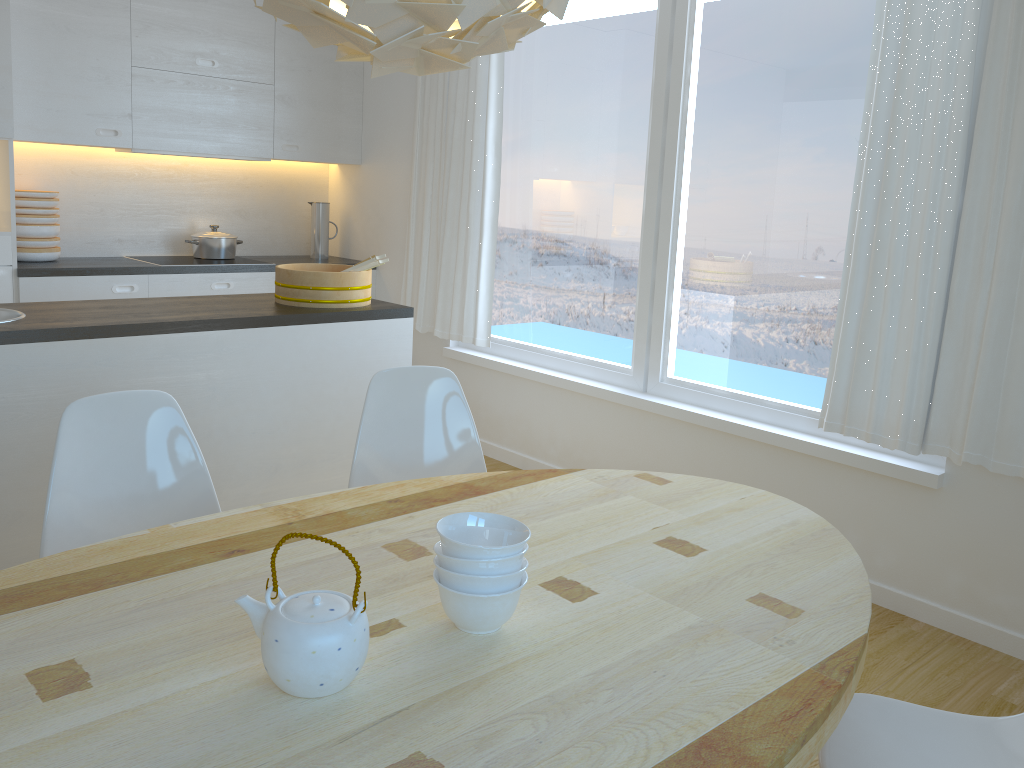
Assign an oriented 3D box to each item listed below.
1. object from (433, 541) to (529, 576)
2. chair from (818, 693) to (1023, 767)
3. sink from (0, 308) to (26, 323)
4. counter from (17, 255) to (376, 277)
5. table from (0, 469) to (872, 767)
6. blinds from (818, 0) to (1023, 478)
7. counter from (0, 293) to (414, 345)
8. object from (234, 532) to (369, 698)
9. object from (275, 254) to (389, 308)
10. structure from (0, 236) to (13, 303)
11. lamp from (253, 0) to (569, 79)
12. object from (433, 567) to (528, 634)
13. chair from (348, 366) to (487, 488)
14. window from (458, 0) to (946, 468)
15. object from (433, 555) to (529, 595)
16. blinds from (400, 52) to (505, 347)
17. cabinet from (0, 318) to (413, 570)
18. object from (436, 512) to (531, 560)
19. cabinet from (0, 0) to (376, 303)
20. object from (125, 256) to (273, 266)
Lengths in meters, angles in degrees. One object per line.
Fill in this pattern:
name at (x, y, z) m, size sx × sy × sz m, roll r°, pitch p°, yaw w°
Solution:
object at (-0.051, 0.296, 1.417) m, size 0.152 × 0.095 × 0.152 m, roll -2°, pitch 12°, yaw -26°
chair at (0.774, 0.688, 1.511) m, size 0.524 × 0.893 × 0.433 m, roll 7°, pitch 10°, yaw 22°
sink at (-1.735, -0.135, 2.742) m, size 0.404 × 0.155 × 0.408 m, roll 3°, pitch 12°, yaw -1°
counter at (-1.784, -0.683, 5.050) m, size 2.007 × 0.039 × 0.605 m, roll -8°, pitch 16°, yaw -42°
table at (-0.203, 0.731, 1.483) m, size 2.198 × 0.718 × 1.202 m, roll -8°, pitch 16°, yaw -43°
blinds at (1.442, -0.811, 2.839) m, size 0.150 × 2.139 × 0.800 m, roll -5°, pitch 12°, yaw -42°
counter at (-1.477, -0.214, 2.921) m, size 2.408 × 0.040 × 0.605 m, roll -8°, pitch 16°, yaw -42°
object at (-0.280, 0.306, 1.233) m, size 0.147 × 0.209 × 0.178 m, roll -6°, pitch 14°, yaw -43°
object at (-0.724, -0.432, 3.530) m, size 0.429 × 0.212 × 0.382 m, roll 0°, pitch 12°, yaw -14°
structure at (-2.557, -0.369, 3.988) m, size 0.562 × 0.590 × 0.049 m, roll -6°, pitch 13°, yaw -42°
lamp at (-0.143, -1.018, 1.270) m, size 0.641 × 1.124 × 0.651 m, roll -6°, pitch 13°, yaw -43°
object at (-0.052, 0.343, 1.417) m, size 0.152 × 0.082 × 0.153 m, roll 2°, pitch 11°, yaw -4°
chair at (-0.213, 0.442, 2.427) m, size 0.430 × 0.893 × 0.528 m, roll -1°, pitch 10°, yaw -23°
window at (0.691, -0.902, 3.951) m, size 0.088 × 1.899 × 2.747 m, roll -5°, pitch 13°, yaw -42°
object at (-0.051, 0.320, 1.418) m, size 0.152 × 0.092 × 0.153 m, roll 2°, pitch 11°, yaw -4°
blinds at (-0.351, -1.316, 4.772) m, size 0.150 × 2.139 × 0.800 m, roll -5°, pitch 12°, yaw -42°
cabinet at (-1.502, 0.250, 2.991) m, size 2.408 × 0.901 × 0.605 m, roll -8°, pitch 14°, yaw -42°
object at (-0.047, 0.269, 1.411) m, size 0.152 × 0.086 × 0.153 m, roll 0°, pitch 12°, yaw -14°
cabinet at (-2.169, -0.922, 4.555) m, size 3.211 × 2.279 × 0.484 m, roll -7°, pitch 13°, yaw -42°
object at (-1.782, -0.702, 5.053) m, size 0.656 × 0.013 × 0.566 m, roll -8°, pitch 16°, yaw -42°
